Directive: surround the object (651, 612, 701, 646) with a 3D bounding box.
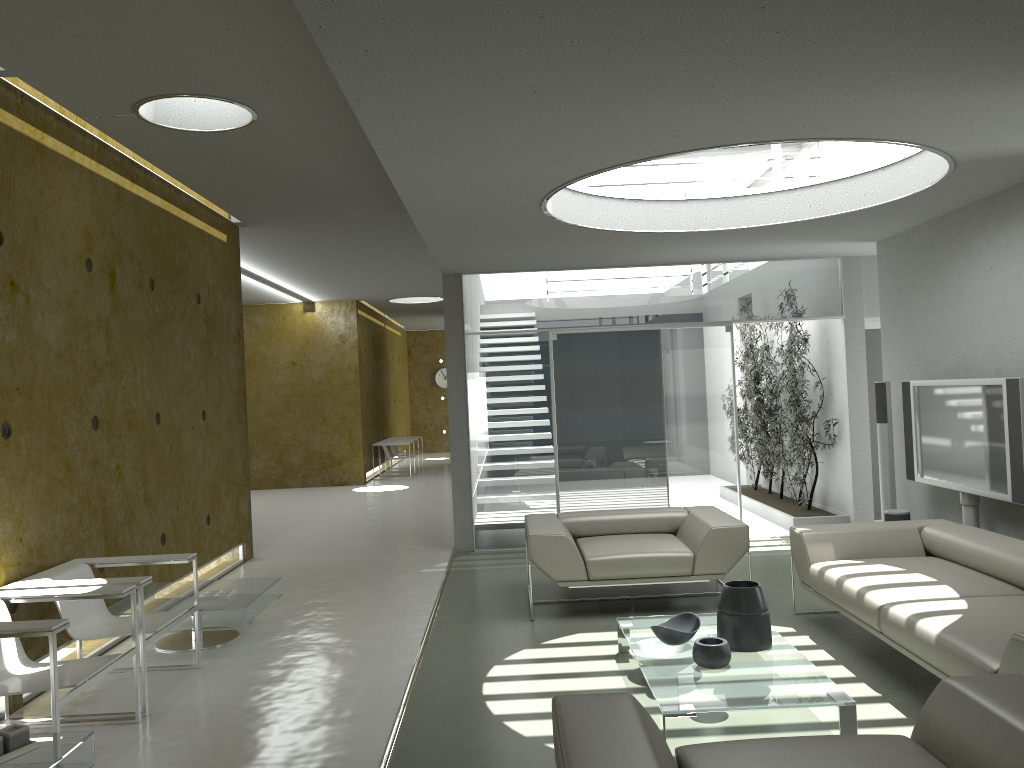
[{"bbox_3d":[0.839,1.265,4.540,0.223,0.125,0.317,-3,-1,36],"label":"object"}]

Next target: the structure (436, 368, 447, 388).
[{"bbox_3d":[-1.771,-0.153,23.657,0.547,0.539,0.016,-3,-1,0],"label":"structure"}]

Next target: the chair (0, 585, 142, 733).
[{"bbox_3d":[-2.180,1.328,3.941,0.710,0.667,0.800,-3,-1,0],"label":"chair"}]

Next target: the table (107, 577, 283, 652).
[{"bbox_3d":[-2.062,1.524,5.796,0.900,0.300,0.900,-3,-1,0],"label":"table"}]

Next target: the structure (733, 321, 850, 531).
[{"bbox_3d":[2.959,0.188,10.391,0.646,2.589,3.371,-3,-1,-1],"label":"structure"}]

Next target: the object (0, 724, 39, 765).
[{"bbox_3d":[-1.855,1.291,3.124,0.118,0.097,0.326,-3,-1,25],"label":"object"}]

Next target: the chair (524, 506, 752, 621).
[{"bbox_3d":[0.849,1.252,6.375,1.481,0.583,1.039,-3,-1,0],"label":"chair"}]

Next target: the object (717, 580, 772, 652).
[{"bbox_3d":[1.159,1.156,4.443,0.265,0.309,0.265,-2,-1,-17],"label":"object"}]

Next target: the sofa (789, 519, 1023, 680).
[{"bbox_3d":[2.313,1.163,4.361,1.037,0.585,2.791,-3,-1,0],"label":"sofa"}]

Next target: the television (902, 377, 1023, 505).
[{"bbox_3d":[3.140,0.355,6.153,0.127,0.781,1.603,-3,-1,0],"label":"television"}]

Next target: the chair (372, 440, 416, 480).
[{"bbox_3d":[-2.264,1.456,17.055,0.710,0.667,0.800,-3,-1,0],"label":"chair"}]

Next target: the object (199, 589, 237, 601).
[{"bbox_3d":[-1.885,1.350,5.669,0.197,0.029,0.189,-3,-1,0],"label":"object"}]

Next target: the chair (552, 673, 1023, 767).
[{"bbox_3d":[0.875,1.213,2.276,1.481,0.583,1.039,-3,-1,0],"label":"chair"}]

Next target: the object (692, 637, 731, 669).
[{"bbox_3d":[0.936,1.262,4.156,0.177,0.113,0.177,-2,-1,-20],"label":"object"}]

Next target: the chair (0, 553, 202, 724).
[{"bbox_3d":[-2.185,1.337,4.797,0.710,0.667,0.800,-3,-1,0],"label":"chair"}]

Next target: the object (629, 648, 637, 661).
[{"bbox_3d":[0.818,1.468,4.687,0.387,0.124,0.387,-2,-1,-29],"label":"object"}]

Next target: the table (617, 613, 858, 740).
[{"bbox_3d":[1.006,1.418,4.354,0.790,0.200,1.500,-3,-1,0],"label":"table"}]

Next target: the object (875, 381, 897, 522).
[{"bbox_3d":[3.091,0.713,7.296,0.310,1.469,0.310,-3,-1,27],"label":"object"}]

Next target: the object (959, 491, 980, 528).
[{"bbox_3d":[3.120,1.092,6.146,0.323,0.689,0.882,-3,-1,0],"label":"object"}]

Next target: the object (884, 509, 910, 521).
[{"bbox_3d":[3.004,1.218,6.902,0.175,0.461,0.185,-3,-1,-6],"label":"object"}]

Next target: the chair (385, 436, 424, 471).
[{"bbox_3d":[-2.275,1.473,18.767,0.710,0.667,0.800,-3,-1,0],"label":"chair"}]

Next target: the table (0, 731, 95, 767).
[{"bbox_3d":[-2.044,1.497,2.948,0.900,0.300,0.900,-3,-1,0],"label":"table"}]

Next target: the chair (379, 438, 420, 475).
[{"bbox_3d":[-2.269,1.465,17.911,0.710,0.667,0.800,-3,-1,0],"label":"chair"}]
